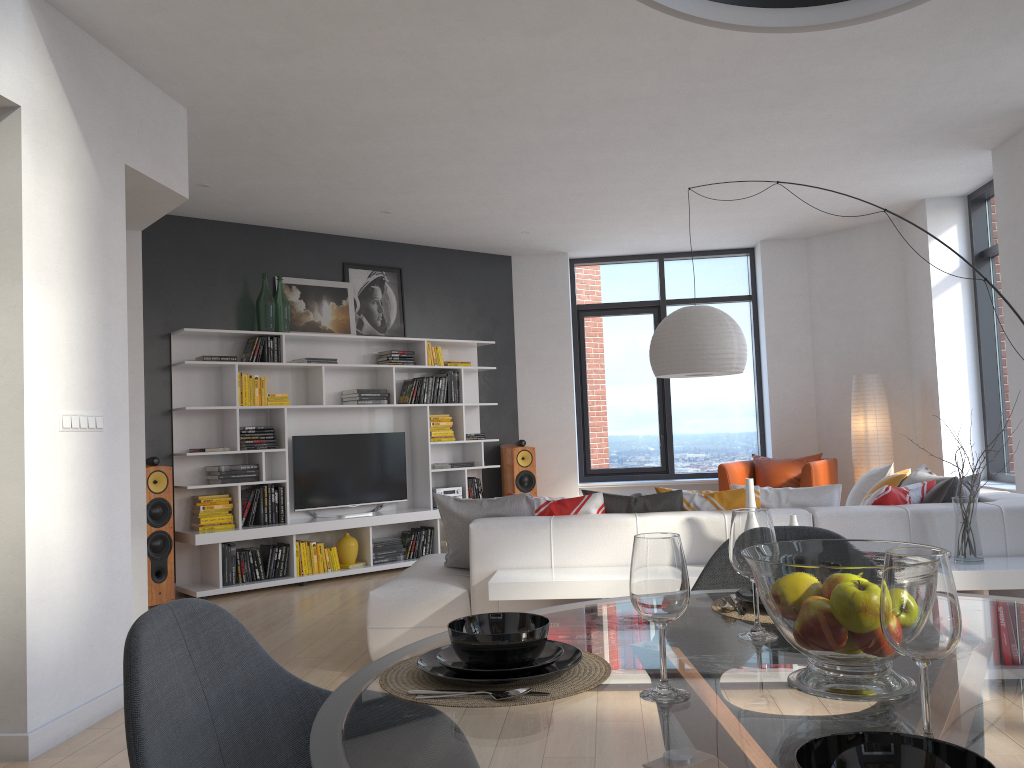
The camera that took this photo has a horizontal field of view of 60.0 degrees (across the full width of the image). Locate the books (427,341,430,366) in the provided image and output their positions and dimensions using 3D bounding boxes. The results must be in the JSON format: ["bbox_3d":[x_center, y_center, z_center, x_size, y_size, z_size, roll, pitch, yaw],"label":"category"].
[{"bbox_3d":[-0.821,-0.275,8.213,0.041,0.229,0.161,0,-4,-40],"label":"books"}]

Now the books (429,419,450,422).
[{"bbox_3d":[-0.713,0.350,8.351,0.227,0.022,0.160,-1,-4,-23],"label":"books"}]

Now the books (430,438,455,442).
[{"bbox_3d":[-0.692,0.527,8.320,0.257,0.028,0.194,0,-4,-34],"label":"books"}]

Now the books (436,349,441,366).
[{"bbox_3d":[-0.716,-0.241,8.278,0.046,0.161,0.108,0,-4,-40],"label":"books"}]

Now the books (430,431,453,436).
[{"bbox_3d":[-0.704,0.469,8.333,0.243,0.042,0.189,0,-4,-39],"label":"books"}]

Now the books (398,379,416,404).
[{"bbox_3d":[-0.961,0.075,8.123,0.104,0.234,0.182,0,-4,-39],"label":"books"}]

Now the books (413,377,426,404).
[{"bbox_3d":[-0.869,0.065,8.204,0.075,0.254,0.192,0,-4,-40],"label":"books"}]

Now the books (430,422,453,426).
[{"bbox_3d":[-0.706,0.378,8.352,0.239,0.033,0.176,0,-4,-36],"label":"books"}]

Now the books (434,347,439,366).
[{"bbox_3d":[-0.738,-0.250,8.276,0.044,0.178,0.128,0,-4,-39],"label":"books"}]

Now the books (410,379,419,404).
[{"bbox_3d":[-0.938,0.076,8.148,0.096,0.234,0.187,0,-4,-39],"label":"books"}]

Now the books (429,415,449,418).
[{"bbox_3d":[-0.728,0.305,8.367,0.223,0.023,0.163,0,-4,-35],"label":"books"}]

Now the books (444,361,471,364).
[{"bbox_3d":[-0.558,-0.196,8.485,0.257,0.024,0.203,0,-4,-36],"label":"books"}]

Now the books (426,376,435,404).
[{"bbox_3d":[-0.792,0.063,8.266,0.066,0.260,0.197,0,-4,-39],"label":"books"}]

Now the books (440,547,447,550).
[{"bbox_3d":[-0.564,1.515,8.206,0.196,0.011,0.148,0,-4,-39],"label":"books"}]

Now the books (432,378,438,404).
[{"bbox_3d":[-0.757,0.071,8.257,0.069,0.242,0.172,0,-4,-38],"label":"books"}]

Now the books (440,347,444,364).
[{"bbox_3d":[-0.695,-0.252,8.326,0.044,0.184,0.142,0,-4,-38],"label":"books"}]

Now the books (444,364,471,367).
[{"bbox_3d":[-0.549,-0.171,8.479,0.257,0.028,0.194,0,-4,-34],"label":"books"}]

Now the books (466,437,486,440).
[{"bbox_3d":[-0.381,0.528,8.518,0.213,0.023,0.161,0,-4,-36],"label":"books"}]

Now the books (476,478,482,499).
[{"bbox_3d":[-0.363,1.022,8.502,0.066,0.242,0.177,0,-4,-39],"label":"books"}]

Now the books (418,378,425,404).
[{"bbox_3d":[-0.870,0.071,8.169,0.069,0.242,0.172,0,-4,-38],"label":"books"}]

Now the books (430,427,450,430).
[{"bbox_3d":[-0.712,0.423,8.323,0.217,0.023,0.145,0,-4,-35],"label":"books"}]

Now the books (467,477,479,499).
[{"bbox_3d":[-0.391,1.017,8.490,0.066,0.255,0.193,0,-4,-40],"label":"books"}]

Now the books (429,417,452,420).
[{"bbox_3d":[-0.706,0.327,8.354,0.223,0.023,0.163,0,-4,-35],"label":"books"}]

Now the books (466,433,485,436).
[{"bbox_3d":[-0.393,0.491,8.534,0.213,0.023,0.161,0,-4,-36],"label":"books"}]

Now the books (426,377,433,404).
[{"bbox_3d":[-0.818,0.067,8.243,0.084,0.249,0.191,0,-4,-39],"label":"books"}]

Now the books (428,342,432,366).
[{"bbox_3d":[-0.815,-0.272,8.242,0.041,0.224,0.163,0,-4,-41],"label":"books"}]

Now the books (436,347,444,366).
[{"bbox_3d":[-0.707,-0.252,8.305,0.064,0.184,0.141,0,-4,-38],"label":"books"}]

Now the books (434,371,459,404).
[{"bbox_3d":[-0.623,0.040,8.438,0.128,0.321,0.259,0,-4,-39],"label":"books"}]

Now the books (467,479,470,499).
[{"bbox_3d":[-0.479,1.009,8.428,0.053,0.268,0.202,0,-4,-39],"label":"books"}]

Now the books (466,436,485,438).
[{"bbox_3d":[-0.384,0.509,8.520,0.198,0.015,0.142,0,-4,-41],"label":"books"}]

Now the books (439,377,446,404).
[{"bbox_3d":[-0.705,0.068,8.331,0.084,0.249,0.191,0,-4,-39],"label":"books"}]

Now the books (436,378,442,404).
[{"bbox_3d":[-0.728,0.070,8.298,0.071,0.243,0.179,0,-4,-40],"label":"books"}]

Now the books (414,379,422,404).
[{"bbox_3d":[-0.905,0.075,8.157,0.081,0.233,0.169,0,-4,-40],"label":"books"}]

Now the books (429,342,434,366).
[{"bbox_3d":[-0.797,-0.271,8.267,0.054,0.224,0.164,0,-4,-40],"label":"books"}]

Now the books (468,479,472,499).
[{"bbox_3d":[-0.451,1.025,8.445,0.053,0.240,0.189,0,-4,-39],"label":"books"}]

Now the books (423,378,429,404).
[{"bbox_3d":[-0.844,0.072,8.216,0.068,0.243,0.179,0,-4,-40],"label":"books"}]

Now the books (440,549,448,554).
[{"bbox_3d":[-0.561,1.538,8.201,0.190,0.033,0.147,0,-4,-39],"label":"books"}]

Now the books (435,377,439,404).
[{"bbox_3d":[-0.756,0.066,8.292,0.075,0.254,0.192,0,-4,-40],"label":"books"}]

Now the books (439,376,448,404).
[{"bbox_3d":[-0.680,0.063,8.354,0.066,0.260,0.197,0,-4,-39],"label":"books"}]

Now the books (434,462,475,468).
[{"bbox_3d":[-0.549,0.769,8.419,0.310,0.047,0.250,1,-4,-44],"label":"books"}]

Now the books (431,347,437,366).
[{"bbox_3d":[-0.758,-0.250,8.269,0.054,0.180,0.132,0,-4,-39],"label":"books"}]

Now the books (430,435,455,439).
[{"bbox_3d":[-0.701,0.502,8.326,0.257,0.024,0.203,0,-4,-36],"label":"books"}]

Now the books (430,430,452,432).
[{"bbox_3d":[-0.716,0.442,8.343,0.251,0.014,0.189,0,-4,-36],"label":"books"}]

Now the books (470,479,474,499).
[{"bbox_3d":[-0.428,1.025,8.454,0.049,0.236,0.170,0,-4,-39],"label":"books"}]

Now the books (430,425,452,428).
[{"bbox_3d":[-0.714,0.404,8.345,0.239,0.019,0.171,0,-4,-39],"label":"books"}]

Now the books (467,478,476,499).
[{"bbox_3d":[-0.406,1.021,8.463,0.050,0.242,0.169,0,-4,-40],"label":"books"}]

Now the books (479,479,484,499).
[{"bbox_3d":[-0.356,1.028,8.548,0.077,0.233,0.179,0,-4,-39],"label":"books"}]
